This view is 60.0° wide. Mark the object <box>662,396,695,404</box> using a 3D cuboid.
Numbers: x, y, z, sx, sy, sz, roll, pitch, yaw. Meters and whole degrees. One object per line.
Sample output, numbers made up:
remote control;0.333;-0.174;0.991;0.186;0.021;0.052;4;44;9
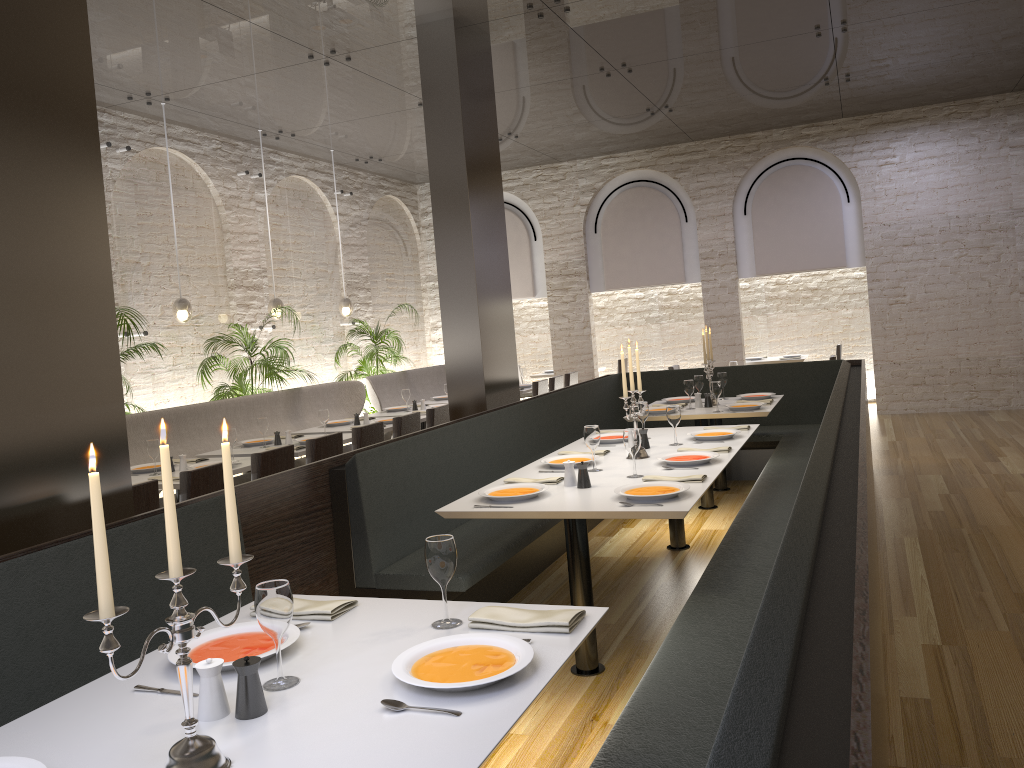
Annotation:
object;1.451;0.142;7.636;0.321;0.036;0.322;-4;4;17

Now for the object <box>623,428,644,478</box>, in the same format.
object;0.583;0.331;4.254;0.086;0.230;0.086;-6;2;-26

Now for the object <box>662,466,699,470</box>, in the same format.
object;0.825;0.412;4.352;0.181;0.015;0.038;-3;4;23

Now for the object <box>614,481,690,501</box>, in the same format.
object;0.595;0.461;3.765;0.321;0.036;0.322;-5;4;-2

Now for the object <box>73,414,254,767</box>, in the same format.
object;-0.610;0.385;1.619;0.131;0.656;0.391;-4;2;33

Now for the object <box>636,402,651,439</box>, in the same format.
object;0.819;0.229;5.542;0.086;0.230;0.087;-4;2;34

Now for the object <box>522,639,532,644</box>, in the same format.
object;-0.040;0.626;2.172;0.185;0.010;0.017;-3;3;22

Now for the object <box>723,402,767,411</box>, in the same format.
object;1.763;0.175;6.706;0.321;0.036;0.322;-5;4;-2

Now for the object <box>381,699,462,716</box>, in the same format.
object;-0.187;0.660;1.804;0.181;0.015;0.038;-3;4;23

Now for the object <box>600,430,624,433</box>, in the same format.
object;0.732;0.320;5.895;0.272;0.033;0.143;-3;4;22

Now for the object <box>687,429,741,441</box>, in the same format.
object;1.214;0.309;5.322;0.321;0.036;0.322;-4;4;17

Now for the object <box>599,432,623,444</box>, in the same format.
object;0.627;0.344;5.560;0.321;0.036;0.322;-4;4;17

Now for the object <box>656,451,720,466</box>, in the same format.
object;0.900;0.386;4.533;0.321;0.036;0.322;-2;5;42

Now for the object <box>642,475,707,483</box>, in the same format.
object;0.748;0.435;4.077;0.272;0.033;0.143;-3;4;22

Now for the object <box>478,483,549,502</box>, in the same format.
object;0.009;0.495;4.003;0.321;0.036;0.322;-4;4;20

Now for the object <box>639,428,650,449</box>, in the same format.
object;0.764;0.317;5.138;0.068;0.126;0.069;-4;2;16

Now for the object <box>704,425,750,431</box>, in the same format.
object;1.369;0.283;5.639;0.272;0.033;0.143;-3;4;22

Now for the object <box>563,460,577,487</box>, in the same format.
object;0.272;0.420;4.169;0.068;0.126;0.069;-3;3;45

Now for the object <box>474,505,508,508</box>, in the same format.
object;-0.078;0.525;3.805;0.185;0.010;0.017;-3;3;22

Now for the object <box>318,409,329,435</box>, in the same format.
object;-1.516;0.322;7.168;0.086;0.230;0.086;-6;2;-26

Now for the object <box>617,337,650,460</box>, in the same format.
object;0.659;0.074;4.817;0.131;0.656;0.391;-4;2;33

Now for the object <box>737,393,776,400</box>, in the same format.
object;2.038;0.107;7.399;0.322;0.036;0.322;-6;4;-20

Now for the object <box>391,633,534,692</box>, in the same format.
object;-0.109;0.633;1.992;0.321;0.036;0.322;-2;5;42

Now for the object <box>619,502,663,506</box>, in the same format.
object;0.522;0.486;3.588;0.181;0.015;0.038;-3;4;23

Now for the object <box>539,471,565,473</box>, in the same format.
object;0.225;0.451;4.569;0.185;0.010;0.017;-3;3;22

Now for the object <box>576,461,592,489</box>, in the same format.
object;0.329;0.420;4.093;0.069;0.126;0.068;-6;2;-37

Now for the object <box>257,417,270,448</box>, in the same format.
object;-1.919;0.376;6.841;0.086;0.230;0.086;-6;2;-26

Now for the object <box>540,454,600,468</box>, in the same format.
object;0.313;0.420;4.770;0.321;0.036;0.322;-2;5;42

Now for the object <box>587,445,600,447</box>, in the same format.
object;0.542;0.373;5.367;0.185;0.010;0.017;-3;3;22

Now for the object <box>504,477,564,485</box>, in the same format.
object;0.111;0.472;4.333;0.272;0.033;0.143;-3;4;22

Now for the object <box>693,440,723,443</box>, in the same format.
object;1.142;0.334;5.150;0.181;0.015;0.038;-3;4;23

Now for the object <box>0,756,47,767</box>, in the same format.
object;-0.976;0.736;1.524;0.321;0.036;0.322;-5;4;-2

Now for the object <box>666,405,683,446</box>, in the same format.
object;0.950;0.241;5.180;0.086;0.230;0.087;-4;2;34

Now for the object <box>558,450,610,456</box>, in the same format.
object;0.415;0.398;5.097;0.272;0.033;0.143;-3;4;22

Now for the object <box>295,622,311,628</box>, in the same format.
object;-0.627;0.657;2.421;0.181;0.015;0.038;-3;4;23

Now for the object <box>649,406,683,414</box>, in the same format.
object;1.176;0.209;6.943;0.321;0.036;0.322;-5;4;-2

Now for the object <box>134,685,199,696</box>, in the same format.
object;-0.787;0.699;2.020;0.185;0.010;0.017;-3;3;22

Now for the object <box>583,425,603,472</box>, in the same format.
object;0.414;0.328;4.522;0.086;0.230;0.087;-4;2;22

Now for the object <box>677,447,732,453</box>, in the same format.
object;1.052;0.361;4.841;0.272;0.033;0.143;-3;4;22

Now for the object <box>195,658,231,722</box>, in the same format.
object;-0.635;0.643;1.874;0.068;0.126;0.069;-4;2;16

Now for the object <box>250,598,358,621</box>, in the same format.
object;-0.598;0.640;2.548;0.272;0.033;0.143;-3;4;22

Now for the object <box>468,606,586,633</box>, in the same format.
object;0.039;0.602;2.293;0.272;0.033;0.143;-3;4;22

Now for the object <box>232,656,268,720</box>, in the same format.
object;-0.554;0.636;1.867;0.068;0.126;0.069;-4;2;16

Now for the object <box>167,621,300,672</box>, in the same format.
object;-0.695;0.668;2.230;0.321;0.036;0.322;-2;5;42

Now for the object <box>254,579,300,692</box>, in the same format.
object;-0.535;0.568;2.014;0.086;0.230;0.087;-4;2;34

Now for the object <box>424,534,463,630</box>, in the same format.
object;-0.181;0.518;2.331;0.086;0.230;0.087;-4;2;34
